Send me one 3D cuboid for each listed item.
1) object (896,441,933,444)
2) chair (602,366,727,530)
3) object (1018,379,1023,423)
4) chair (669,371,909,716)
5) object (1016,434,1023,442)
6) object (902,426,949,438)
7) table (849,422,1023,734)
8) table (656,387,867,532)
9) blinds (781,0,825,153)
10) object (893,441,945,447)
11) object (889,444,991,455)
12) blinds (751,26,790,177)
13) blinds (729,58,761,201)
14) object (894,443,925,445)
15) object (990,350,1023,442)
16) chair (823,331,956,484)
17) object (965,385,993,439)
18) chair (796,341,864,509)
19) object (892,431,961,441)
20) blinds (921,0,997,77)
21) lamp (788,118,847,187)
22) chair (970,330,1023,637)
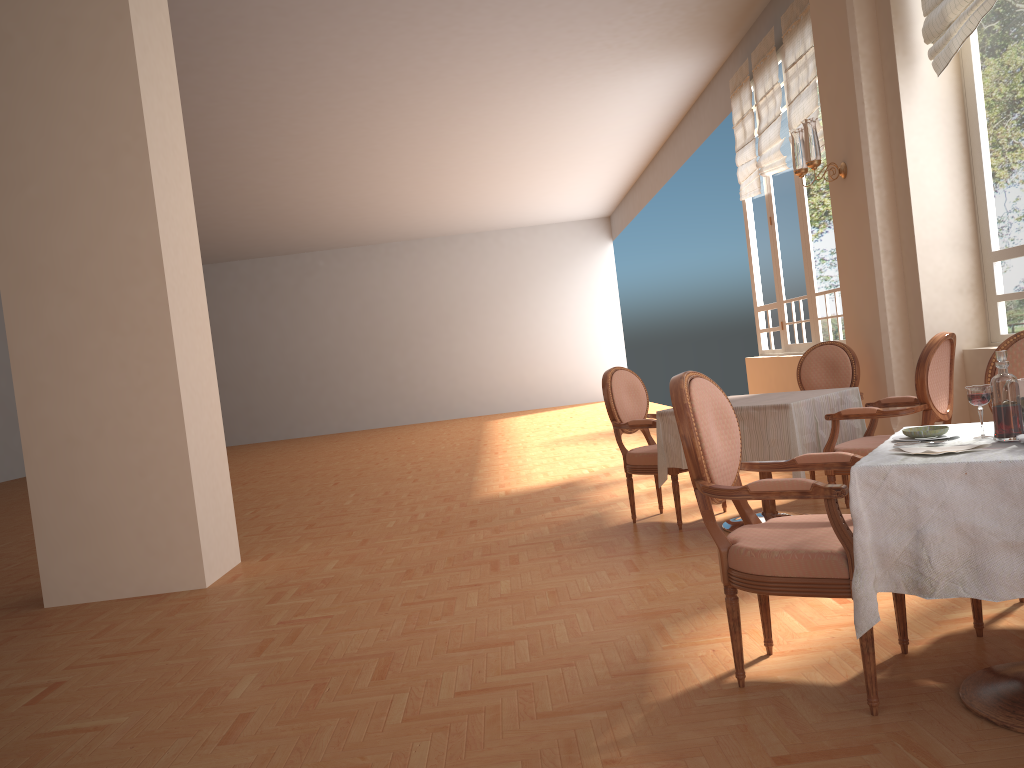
[{"bbox_3d":[1.081,0.152,2.339,0.127,0.004,0.013,-6,1,33],"label":"object"},{"bbox_3d":[0.871,0.338,5.238,0.593,0.931,0.520,-5,2,44],"label":"chair"},{"bbox_3d":[1.318,0.058,2.289,0.093,0.138,0.092,-6,2,27],"label":"object"},{"bbox_3d":[0.813,0.399,2.616,0.593,0.931,0.520,-6,2,33],"label":"chair"},{"bbox_3d":[1.269,0.129,2.105,0.119,0.016,0.119,-6,1,19],"label":"object"},{"bbox_3d":[1.130,0.134,2.422,0.117,0.024,0.117,-7,1,9],"label":"object"},{"bbox_3d":[1.373,0.464,2.235,0.830,0.681,0.836,-6,2,33],"label":"table"},{"bbox_3d":[1.352,0.417,4.755,0.830,0.677,0.830,-5,2,44],"label":"table"},{"bbox_3d":[2.314,-2.424,7.118,0.054,1.302,0.689,-7,2,-1],"label":"blinds"},{"bbox_3d":[1.055,0.156,2.301,0.126,0.006,0.027,-6,1,32],"label":"object"},{"bbox_3d":[1.020,0.159,2.140,0.234,0.012,0.094,-6,1,38],"label":"object"},{"bbox_3d":[2.289,-2.471,7.972,0.085,1.236,0.699,-7,2,-1],"label":"blinds"},{"bbox_3d":[2.293,-2.459,8.761,0.038,1.293,0.689,-7,2,-1],"label":"blinds"},{"bbox_3d":[1.068,0.155,2.323,0.125,0.002,0.016,-6,1,33],"label":"object"},{"bbox_3d":[1.223,0.029,2.196,0.074,0.222,0.074,-8,2,-22],"label":"object"},{"bbox_3d":[1.853,0.239,4.271,0.593,0.931,0.520,-5,2,44],"label":"chair"},{"bbox_3d":[1.208,0.073,2.285,0.062,0.135,0.062,-6,2,30],"label":"object"},{"bbox_3d":[1.810,0.224,5.259,0.521,0.931,0.592,-5,2,44],"label":"chair"},{"bbox_3d":[1.131,0.144,2.422,0.171,0.005,0.171,-6,1,36],"label":"object"},{"bbox_3d":[2.222,-2.319,4.407,0.072,1.377,0.843,-7,2,0],"label":"blinds"},{"bbox_3d":[1.873,-1.407,5.400,0.274,0.362,0.320,-7,2,-1],"label":"lamp"},{"bbox_3d":[1.729,0.284,2.822,0.521,0.931,0.592,-6,2,33],"label":"chair"}]
